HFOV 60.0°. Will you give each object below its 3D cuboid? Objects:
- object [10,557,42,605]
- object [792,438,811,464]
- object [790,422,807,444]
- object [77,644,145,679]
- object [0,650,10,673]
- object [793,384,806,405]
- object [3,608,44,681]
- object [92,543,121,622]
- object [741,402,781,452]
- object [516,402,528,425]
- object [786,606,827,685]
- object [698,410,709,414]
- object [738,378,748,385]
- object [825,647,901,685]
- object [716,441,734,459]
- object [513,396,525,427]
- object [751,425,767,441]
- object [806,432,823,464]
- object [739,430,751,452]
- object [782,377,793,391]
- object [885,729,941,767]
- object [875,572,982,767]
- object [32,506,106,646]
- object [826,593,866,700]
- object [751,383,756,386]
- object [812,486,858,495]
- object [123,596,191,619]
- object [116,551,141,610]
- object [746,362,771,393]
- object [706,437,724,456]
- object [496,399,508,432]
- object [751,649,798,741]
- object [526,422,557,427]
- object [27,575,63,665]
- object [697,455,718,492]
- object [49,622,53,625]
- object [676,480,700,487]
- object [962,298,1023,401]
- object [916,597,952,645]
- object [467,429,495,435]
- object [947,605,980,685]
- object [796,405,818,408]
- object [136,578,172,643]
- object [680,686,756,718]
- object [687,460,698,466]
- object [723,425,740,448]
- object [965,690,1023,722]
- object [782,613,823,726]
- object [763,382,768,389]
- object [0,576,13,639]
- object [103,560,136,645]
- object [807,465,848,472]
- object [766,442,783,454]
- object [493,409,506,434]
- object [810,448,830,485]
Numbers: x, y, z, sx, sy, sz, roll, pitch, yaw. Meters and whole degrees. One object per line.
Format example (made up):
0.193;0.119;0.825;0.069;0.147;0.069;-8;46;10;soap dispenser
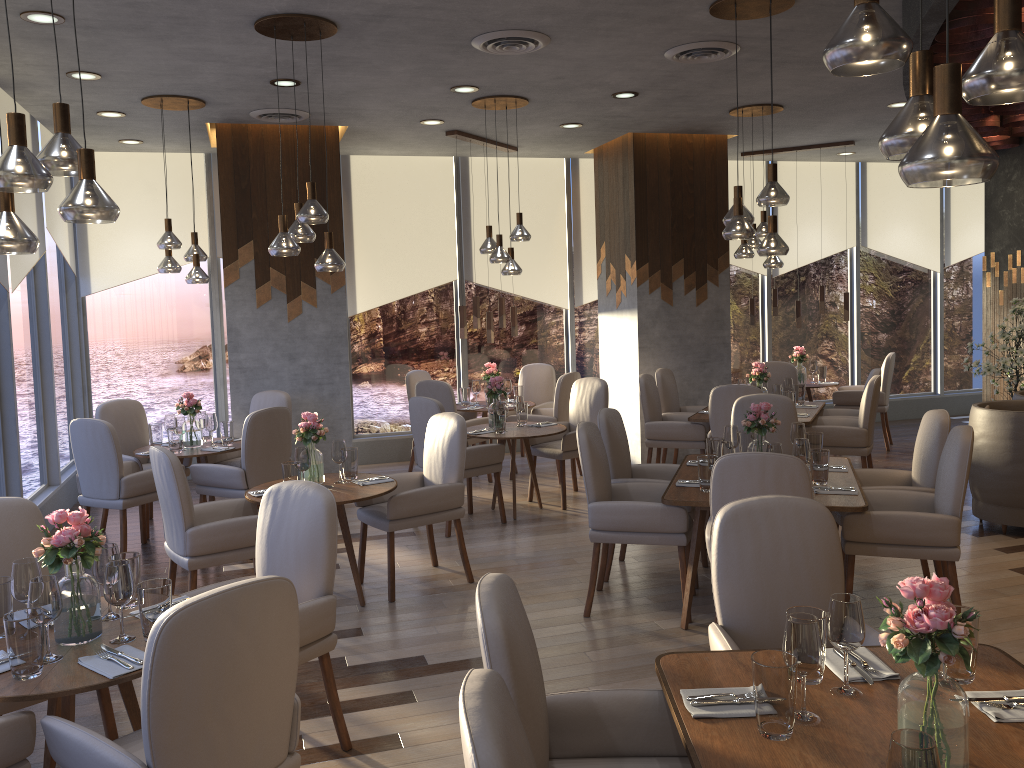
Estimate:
-1.532;0.679;2.805;0.092;0.244;0.092;1;5;39;object
1.495;0.406;4.573;0.092;0.244;0.092;-4;4;-24;object
1.655;0.348;5.123;0.092;0.244;0.092;-4;4;-30;object
-1.160;0.800;2.595;0.255;0.019;0.158;2;7;38;object
-1.525;0.815;2.564;0.157;0.019;0.255;2;7;38;object
2.537;0.094;7.820;0.102;0.178;0.102;-5;5;-36;object
-1.372;0.736;2.501;0.102;0.178;0.102;-1;4;14;object
-1.345;0.659;2.952;0.092;0.244;0.092;-3;4;-22;object
1.355;0.303;4.840;0.210;0.415;0.198;0;5;31;object
0.081;0.240;7.187;0.102;0.178;0.102;-4;4;-25;object
0.766;0.680;2.301;0.102;0.178;0.102;-2;4;3;object
1.713;0.233;7.495;0.255;0.019;0.158;1;6;26;object
2.045;0.074;7.856;0.092;0.244;0.092;-5;5;-39;object
0.924;0.749;2.364;0.157;0.019;0.255;-2;5;-3;object
1.101;0.420;4.568;0.092;0.244;0.092;-2;4;-3;object
0.057;0.218;7.078;0.092;0.244;0.092;0;4;29;object
1.446;0.349;5.192;0.092;0.244;0.092;1;5;39;object
1.759;0.374;5.160;0.102;0.178;0.102;-3;4;-16;object
1.405;0.373;5.295;0.102;0.178;0.102;0;5;30;object
2.429;0.067;7.800;0.092;0.244;0.092;-3;4;-21;object
0.688;0.725;1.517;0.092;0.244;0.092;-4;4;-26;object
0.873;0.604;1.861;0.210;0.415;0.198;-2;4;-4;object
-1.372;0.591;2.773;0.210;0.415;0.198;-3;4;-19;object
0.834;0.654;2.215;0.092;0.244;0.092;-2;4;0;object
2.210;0.087;8.011;0.102;0.178;0.102;0;4;20;object
1.601;0.527;4.449;0.255;0.019;0.158;0;6;18;object
-1.180;0.762;2.998;0.157;0.019;0.255;3;7;42;object
-1.334;0.681;3.063;0.102;0.178;0.102;-3;4;-12;object
2.119;0.016;7.579;0.198;0.415;0.210;-5;5;-39;object
1.165;0.402;5.079;0.102;0.178;0.102;1;5;33;object
-0.073;0.243;6.856;0.092;0.244;0.092;-3;4;-23;object
0.600;0.712;2.025;0.102;0.178;0.102;-1;4;6;object
0.226;0.323;7.105;0.255;0.019;0.157;-7;7;-41;object
-1.371;0.692;2.608;0.092;0.244;0.092;-4;5;-32;object
1.000;0.459;4.532;0.102;0.178;0.102;1;5;33;object
-1.568;0.777;2.973;0.255;0.019;0.158;3;7;42;object
1.000;0.523;4.703;0.255;0.019;0.158;0;6;17;object
4.126;0.039;7.287;0.746;1.613;0.790;-3;4;-10;object
1.054;0.647;2.209;0.092;0.244;0.092;-2;4;4;object
-0.234;0.363;6.840;0.255;0.019;0.157;-7;7;-42;object
1.144;0.670;2.275;0.102;0.178;0.102;-6;6;-43;object
2.512;0.190;7.661;0.255;0.019;0.158;1;6;27;object
-1.103;0.703;2.745;0.102;0.178;0.102;1;5;34;object
0.551;0.778;2.188;0.255;0.019;0.158;-2;5;0;object
1.165;0.465;5.251;0.255;0.019;0.158;0;6;17;object
1.267;0.362;5.115;0.092;0.244;0.092;1;5;36;object
1.194;0.763;2.121;0.255;0.019;0.158;-2;5;1;object
0.686;0.671;2.089;0.092;0.244;0.092;-1;4;19;object
2.234;0.063;7.903;0.092;0.244;0.092;-2;4;4;object
-1.640;0.714;2.817;0.102;0.178;0.102;-4;4;-22;object
-1.214;0.674;2.746;0.092;0.244;0.092;-1;4;19;object
1.761;0.470;4.999;0.255;0.019;0.158;0;6;18;object
1.324;0.422;4.471;0.092;0.244;0.092;-2;4;-1;object
-0.093;0.287;6.751;0.102;0.178;0.102;-5;5;-36;object
1.599;0.432;4.610;0.102;0.178;0.102;1;5;34;object
